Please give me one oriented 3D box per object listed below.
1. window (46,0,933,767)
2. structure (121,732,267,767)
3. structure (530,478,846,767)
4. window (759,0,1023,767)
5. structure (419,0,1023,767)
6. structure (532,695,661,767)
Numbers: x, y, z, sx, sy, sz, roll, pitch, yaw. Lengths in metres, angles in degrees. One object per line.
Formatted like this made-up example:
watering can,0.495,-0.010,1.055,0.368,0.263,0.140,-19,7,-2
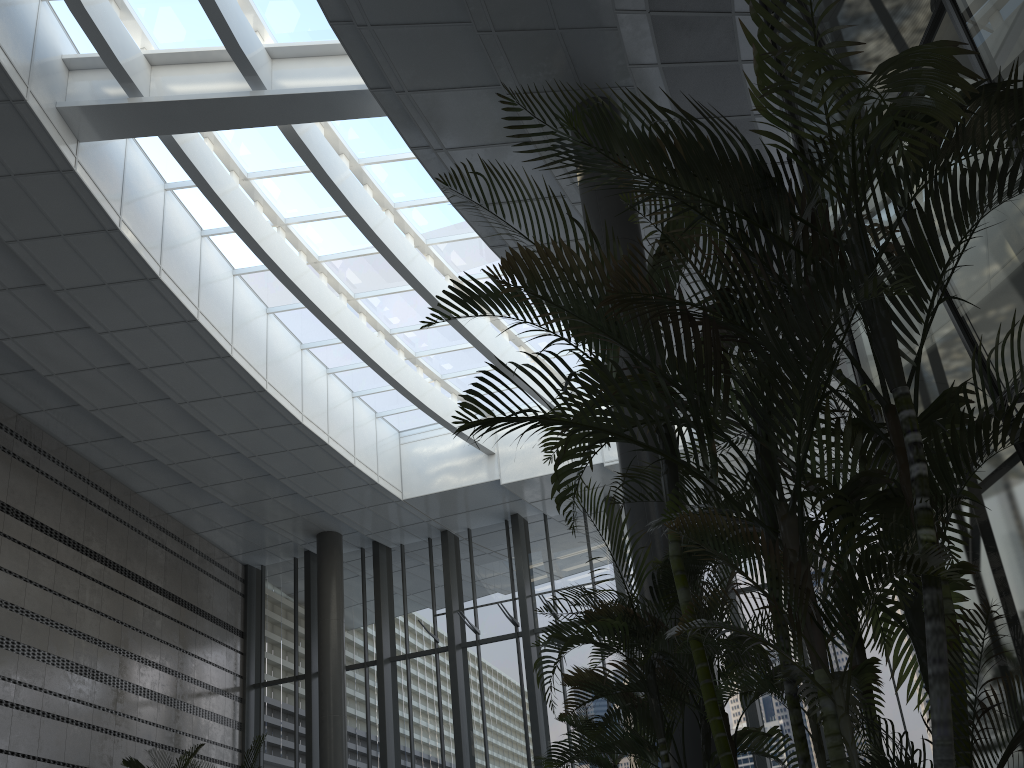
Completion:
window,-2.496,1.539,7.843,13.845,9.033,20.397,-20,-33,23
structure,-4.216,7.047,11.674,2.549,4.188,2.687,-14,-26,18
structure,1.009,2.263,4.364,1.649,3.352,2.270,-5,-25,-2
window,4.868,1.245,6.949,4.237,7.176,17.084,-12,-31,12
structure,0.969,0.780,2.820,2.442,4.187,2.805,-4,-25,-5
structure,0.963,4.171,7.102,1.412,3.112,1.351,-5,-23,-1
